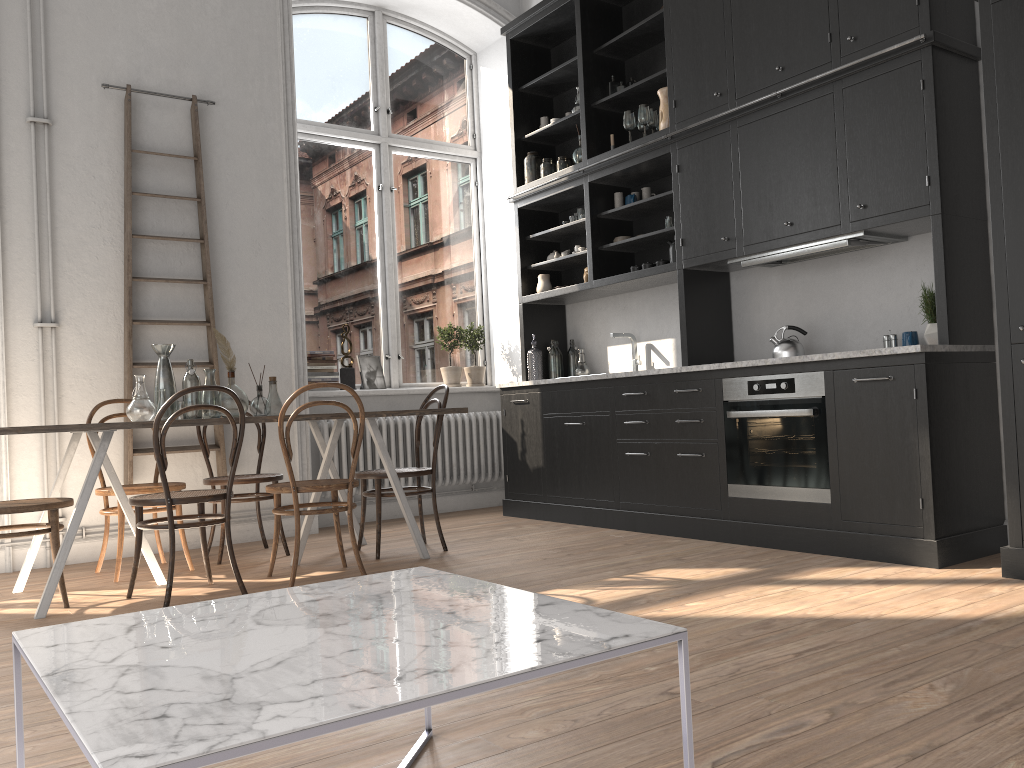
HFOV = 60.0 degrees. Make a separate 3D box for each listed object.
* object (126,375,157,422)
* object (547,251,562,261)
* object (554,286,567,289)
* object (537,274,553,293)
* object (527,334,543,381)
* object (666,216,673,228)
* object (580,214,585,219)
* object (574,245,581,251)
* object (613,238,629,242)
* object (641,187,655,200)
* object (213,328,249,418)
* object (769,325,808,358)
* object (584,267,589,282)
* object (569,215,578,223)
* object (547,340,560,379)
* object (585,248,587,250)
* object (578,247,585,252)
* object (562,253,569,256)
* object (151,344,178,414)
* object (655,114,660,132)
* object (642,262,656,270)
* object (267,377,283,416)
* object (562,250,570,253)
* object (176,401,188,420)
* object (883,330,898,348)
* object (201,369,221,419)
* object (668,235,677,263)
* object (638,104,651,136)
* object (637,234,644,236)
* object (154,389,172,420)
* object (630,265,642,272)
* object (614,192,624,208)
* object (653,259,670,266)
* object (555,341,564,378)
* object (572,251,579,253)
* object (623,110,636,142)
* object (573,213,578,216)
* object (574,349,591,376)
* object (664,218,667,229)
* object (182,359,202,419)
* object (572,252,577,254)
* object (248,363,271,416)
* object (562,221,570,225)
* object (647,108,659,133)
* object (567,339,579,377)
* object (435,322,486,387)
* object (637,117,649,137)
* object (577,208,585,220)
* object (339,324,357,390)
[{"bbox_3d":[-1.733,0.068,4.142,0.132,0.219,0.132,-4,-2,44],"label":"object"},{"bbox_3d":[0.315,-0.925,6.492,0.125,0.100,0.140,-4,-2,36],"label":"object"},{"bbox_3d":[0.388,-0.673,6.356,0.180,0.037,0.180,-4,-2,40],"label":"object"},{"bbox_3d":[0.238,-0.718,6.445,0.115,0.144,0.127,-4,-2,33],"label":"object"},{"bbox_3d":[0.165,-0.191,6.419,0.109,0.349,0.109,-4,-2,36],"label":"object"},{"bbox_3d":[0.970,-0.985,5.457,0.058,0.094,0.058,-3,-1,4],"label":"object"},{"bbox_3d":[0.501,-1.136,6.096,0.071,0.047,0.071,-3,-2,3],"label":"object"},{"bbox_3d":[0.461,-0.942,6.222,0.039,0.055,0.049,-2,-2,-15],"label":"object"},{"bbox_3d":[-1.847,0.058,4.690,5.826,1.842,0.792,-2,-2,-30],"label":"object"},{"bbox_3d":[0.888,-1.209,5.776,0.082,0.135,0.059,-4,-2,38],"label":"object"},{"bbox_3d":[-1.403,-0.052,4.430,0.156,0.446,0.157,-2,-1,-17],"label":"object"},{"bbox_3d":[1.492,-0.225,4.796,0.171,0.186,0.171,-2,-2,-24],"label":"object"},{"bbox_3d":[0.520,-0.734,6.018,0.069,0.123,0.173,-3,-2,-3],"label":"object"},{"bbox_3d":[0.433,-1.140,6.217,0.064,0.069,0.064,-3,-2,12],"label":"object"},{"bbox_3d":[0.301,-0.170,6.435,0.086,0.301,0.086,-4,-2,40],"label":"object"},{"bbox_3d":[0.538,-0.921,6.150,0.049,0.041,0.056,-4,-2,28],"label":"object"},{"bbox_3d":[0.482,-0.920,6.156,0.049,0.054,0.039,-2,-1,-10],"label":"object"},{"bbox_3d":[0.383,-0.917,6.347,0.056,0.033,0.058,-4,-2,29],"label":"object"},{"bbox_3d":[-1.737,-0.005,4.437,0.116,0.383,0.116,-2,-1,-24],"label":"object"},{"bbox_3d":[0.959,-1.615,5.694,0.083,0.221,0.083,-3,-1,-4],"label":"object"},{"bbox_3d":[0.854,-0.732,5.531,0.104,0.059,0.088,-4,-2,33],"label":"object"},{"bbox_3d":[-1.266,0.067,4.709,0.101,0.211,0.101,-3,-1,4],"label":"object"},{"bbox_3d":[0.382,-0.937,6.347,0.055,0.047,0.058,-2,-2,-20],"label":"object"},{"bbox_3d":[-1.594,0.128,4.276,0.058,0.094,0.058,-3,-1,-7],"label":"object"},{"bbox_3d":[1.889,-0.212,4.427,0.040,0.116,0.080,-2,-2,-30],"label":"object"},{"bbox_3d":[-1.538,0.053,4.526,0.100,0.255,0.098,-4,-2,32],"label":"object"},{"bbox_3d":[1.018,-0.811,5.372,0.124,0.191,0.129,-3,-1,-8],"label":"object"},{"bbox_3d":[0.823,-1.614,5.495,0.083,0.221,0.083,-3,-1,11],"label":"object"},{"bbox_3d":[0.872,-0.956,5.821,0.112,0.036,0.112,-3,-2,7],"label":"object"},{"bbox_3d":[-1.700,0.103,4.319,0.083,0.158,0.083,-2,-2,-40],"label":"object"},{"bbox_3d":[0.795,-0.727,5.627,0.104,0.059,0.088,-4,-2,43],"label":"object"},{"bbox_3d":[0.714,-1.197,5.889,0.059,0.135,0.082,-3,-1,23],"label":"object"},{"bbox_3d":[0.929,-0.738,5.461,0.104,0.059,0.088,-2,-2,-27],"label":"object"},{"bbox_3d":[0.334,-0.169,6.554,0.086,0.301,0.086,-2,-1,-21],"label":"object"},{"bbox_3d":[0.464,-0.917,6.217,0.085,0.016,0.085,-3,-2,5],"label":"object"},{"bbox_3d":[0.745,-1.608,5.600,0.083,0.221,0.083,-3,-1,-4],"label":"object"},{"bbox_3d":[0.468,-1.159,6.306,0.060,0.107,0.060,-3,-1,22],"label":"object"},{"bbox_3d":[0.504,-0.142,6.388,0.132,0.219,0.120,-2,-2,-35],"label":"object"},{"bbox_3d":[0.971,-0.982,5.529,0.058,0.094,0.058,-3,-1,4],"label":"object"},{"bbox_3d":[-1.590,0.028,4.402,0.086,0.301,0.086,-4,-2,40],"label":"object"},{"bbox_3d":[0.465,-0.911,6.215,0.085,0.016,0.085,-3,-2,-4],"label":"object"},{"bbox_3d":[-1.306,0.030,4.590,0.107,0.283,0.107,-2,-2,-40],"label":"object"},{"bbox_3d":[0.391,-1.125,6.288,0.071,0.047,0.071,-3,-2,3],"label":"object"},{"bbox_3d":[0.887,-1.615,5.579,0.083,0.221,0.083,-2,-2,-36],"label":"object"},{"bbox_3d":[0.447,-0.175,6.504,0.086,0.301,0.086,-3,-1,10],"label":"object"},{"bbox_3d":[-0.401,-0.234,7.016,0.234,0.524,0.500,-4,-2,44],"label":"object"},{"bbox_3d":[0.839,-1.611,5.647,0.083,0.221,0.083,-1,-2,-43],"label":"object"},{"bbox_3d":[0.485,-1.164,6.165,0.060,0.107,0.060,-3,-1,-8],"label":"object"},{"bbox_3d":[-1.202,-0.195,6.445,0.122,0.488,0.102,-2,-1,-11],"label":"object"}]
